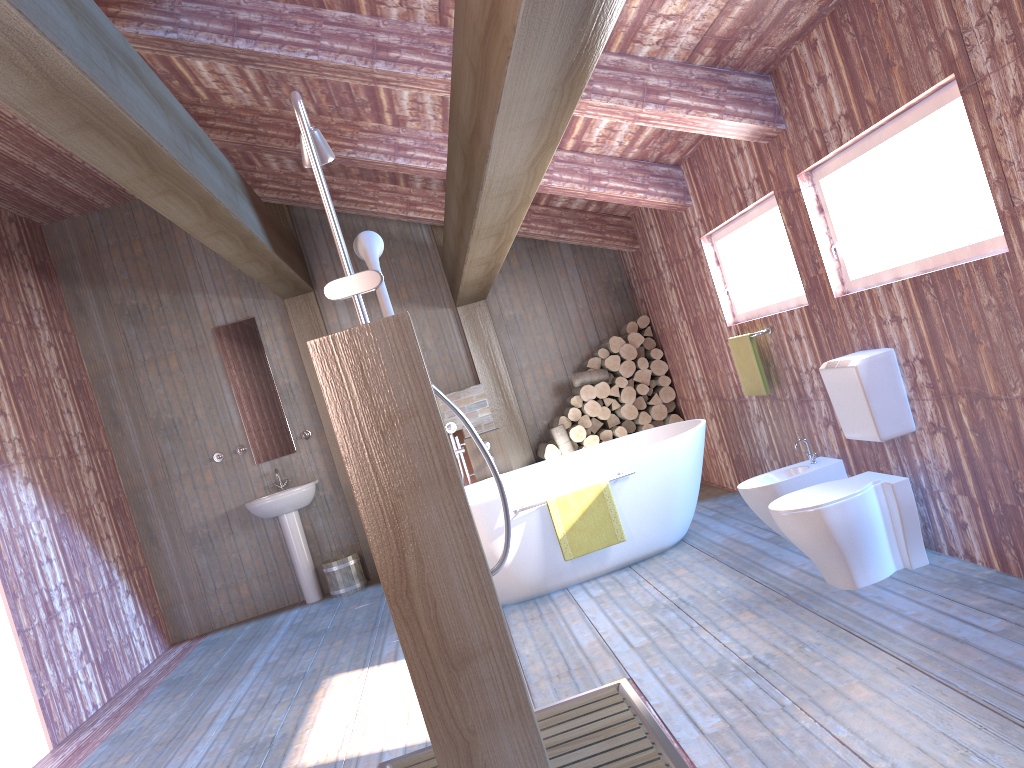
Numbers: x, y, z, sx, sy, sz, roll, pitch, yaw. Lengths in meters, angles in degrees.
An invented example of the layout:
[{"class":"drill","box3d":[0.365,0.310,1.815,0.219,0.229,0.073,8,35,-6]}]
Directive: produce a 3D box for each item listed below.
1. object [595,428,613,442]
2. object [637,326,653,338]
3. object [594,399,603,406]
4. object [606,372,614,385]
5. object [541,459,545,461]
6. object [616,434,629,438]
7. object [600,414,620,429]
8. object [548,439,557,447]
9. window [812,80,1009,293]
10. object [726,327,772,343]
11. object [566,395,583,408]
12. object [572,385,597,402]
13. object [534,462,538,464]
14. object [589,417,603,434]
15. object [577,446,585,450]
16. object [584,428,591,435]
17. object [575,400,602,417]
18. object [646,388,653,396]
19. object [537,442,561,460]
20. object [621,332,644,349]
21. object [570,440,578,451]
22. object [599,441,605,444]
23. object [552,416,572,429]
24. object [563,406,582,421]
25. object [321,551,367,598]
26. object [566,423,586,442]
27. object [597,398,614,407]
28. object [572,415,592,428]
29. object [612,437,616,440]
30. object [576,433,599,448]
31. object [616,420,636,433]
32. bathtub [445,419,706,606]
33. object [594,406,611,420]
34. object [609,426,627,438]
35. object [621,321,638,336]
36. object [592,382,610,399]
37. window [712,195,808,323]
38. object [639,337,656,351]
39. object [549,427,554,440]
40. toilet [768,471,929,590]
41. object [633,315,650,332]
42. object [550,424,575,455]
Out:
[{"class":"object","box3d":[0.767,0.434,7.442,0.114,0.120,0.303,-17,0,-4]},{"class":"object","box3d":[1.115,-0.430,7.543,0.081,0.100,0.281,-17,0,-5]},{"class":"object","box3d":[0.717,0.158,7.425,0.057,0.061,0.156,-17,0,-6]},{"class":"object","box3d":[0.783,-0.050,7.550,0.121,0.124,0.291,-17,0,-4]},{"class":"object","box3d":[0.333,0.686,7.394,0.137,0.133,0.437,-17,0,-7]},{"class":"object","box3d":[0.930,0.480,7.455,0.111,0.113,0.301,-17,0,-7]},{"class":"object","box3d":[0.832,0.309,7.546,0.104,0.127,0.321,-17,0,-4]},{"class":"object","box3d":[0.371,0.512,7.510,0.099,0.093,0.280,-17,0,-4]},{"class":"window","box3d":[1.503,-0.706,3.393,0.054,0.587,1.255,-17,0,-4]},{"class":"object","box3d":[1.358,-0.277,5.146,0.091,0.043,0.581,-17,0,-4]},{"class":"object","box3d":[0.525,0.147,7.433,0.106,0.112,0.282,-17,0,-4]},{"class":"object","box3d":[0.604,0.073,7.437,0.135,0.145,0.439,-17,0,-5]},{"class":"object","box3d":[0.232,0.713,7.438,0.101,0.103,0.242,-17,0,-4]},{"class":"object","box3d":[0.686,0.339,7.531,0.128,0.150,0.323,-17,0,-5]},{"class":"object","box3d":[0.544,0.611,7.439,0.155,0.174,0.483,-17,0,-7]},{"class":"object","box3d":[0.612,0.393,7.436,0.064,0.068,0.174,-17,0,-6]},{"class":"object","box3d":[0.633,0.207,7.430,0.141,0.143,0.437,-17,0,-7]},{"class":"object","box3d":[1.137,0.066,7.468,0.067,0.069,0.177,-17,0,-5]},{"class":"object","box3d":[0.298,0.560,7.405,0.139,0.137,0.455,-17,0,-7]},{"class":"object","box3d":[1.005,-0.358,7.501,0.133,0.142,0.456,-17,0,-4]},{"class":"object","box3d":[0.479,0.521,7.505,0.121,0.124,0.291,-17,0,-4]},{"class":"object","box3d":[0.732,0.523,7.429,0.098,0.100,0.437,-17,0,-7]},{"class":"object","box3d":[0.413,0.324,7.452,0.114,0.113,0.301,-17,0,-7]},{"class":"object","box3d":[0.502,0.249,7.413,0.115,0.123,0.291,-17,0,-4]},{"class":"object","box3d":[-1.369,1.556,7.243,0.309,0.290,0.308,-17,0,5]},{"class":"object","box3d":[0.518,0.406,7.418,0.138,0.147,0.440,-17,0,-5]},{"class":"object","box3d":[0.791,0.145,7.447,0.088,0.092,0.280,-17,0,-4]},{"class":"object","box3d":[0.582,0.317,7.435,0.111,0.113,0.301,-17,0,-6]},{"class":"object","box3d":[0.821,0.498,7.444,0.086,0.089,0.279,-17,0,-7]},{"class":"object","box3d":[0.632,0.484,7.441,0.139,0.148,0.458,-17,0,-5]},{"class":"object","box3d":[0.959,0.360,7.556,0.116,0.118,0.289,-17,0,-7]},{"class":"bathtub","box3d":[0.268,0.628,5.492,1.935,1.109,1.460,-17,0,17]},{"class":"object","box3d":[0.745,0.240,7.437,0.115,0.123,0.291,-17,0,-4]},{"class":"object","box3d":[0.864,0.400,7.446,0.098,0.100,0.437,-17,0,-7]},{"class":"object","box3d":[0.993,-0.457,7.517,0.104,0.121,0.270,-17,0,-4]},{"class":"object","box3d":[0.717,0.052,7.447,0.138,0.147,0.440,-17,0,-5]},{"class":"window","box3d":[1.395,-0.676,4.935,0.054,0.587,1.255,-17,0,-4]},{"class":"object","box3d":[1.137,-0.336,7.527,0.107,0.115,0.269,-17,0,-4]},{"class":"object","box3d":[0.386,0.421,7.516,0.108,0.113,0.302,-17,0,-5]},{"class":"toilet","box3d":[1.412,0.643,3.786,0.534,0.400,0.375,-17,0,-4]},{"class":"object","box3d":[1.088,-0.511,7.527,0.112,0.113,0.271,-17,0,-5]},{"class":"object","box3d":[0.420,0.481,7.236,0.147,0.298,0.109,-17,0,-2]}]
